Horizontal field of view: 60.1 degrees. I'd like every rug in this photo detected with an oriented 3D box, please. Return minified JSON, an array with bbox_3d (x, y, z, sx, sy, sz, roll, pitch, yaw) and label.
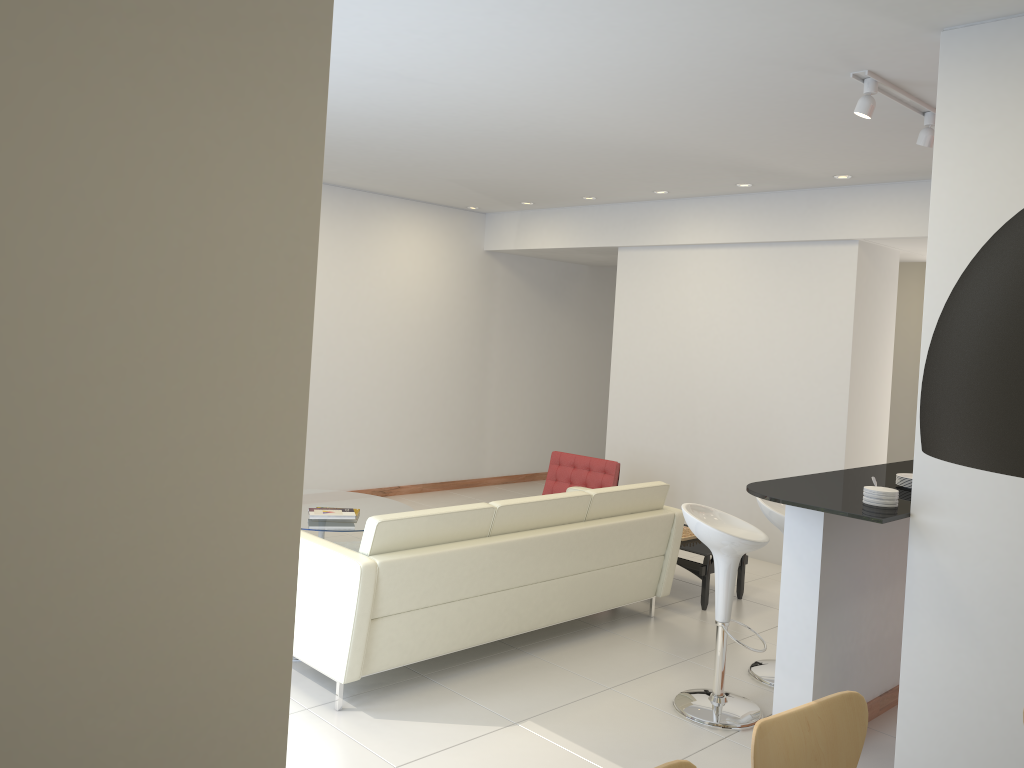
[{"bbox_3d":[-0.915,1.421,6.215,3.324,0.004,2.449,0,5,-43],"label":"rug"}]

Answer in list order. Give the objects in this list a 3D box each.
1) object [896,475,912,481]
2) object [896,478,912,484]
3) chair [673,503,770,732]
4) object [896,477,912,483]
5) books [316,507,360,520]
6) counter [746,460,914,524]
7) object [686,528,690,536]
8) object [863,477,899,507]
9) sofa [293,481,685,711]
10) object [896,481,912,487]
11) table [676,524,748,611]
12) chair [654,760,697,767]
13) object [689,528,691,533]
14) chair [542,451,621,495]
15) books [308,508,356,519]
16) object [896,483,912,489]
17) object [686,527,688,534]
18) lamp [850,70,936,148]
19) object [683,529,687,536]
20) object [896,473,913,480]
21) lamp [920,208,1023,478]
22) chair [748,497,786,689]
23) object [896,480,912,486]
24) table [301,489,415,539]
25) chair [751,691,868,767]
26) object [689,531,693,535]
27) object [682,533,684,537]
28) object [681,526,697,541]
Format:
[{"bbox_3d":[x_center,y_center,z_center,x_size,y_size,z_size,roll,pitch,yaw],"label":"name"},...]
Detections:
[{"bbox_3d":[1.983,0.467,4.309,0.210,0.015,0.211,4,3,0],"label":"object"},{"bbox_3d":[1.983,0.481,4.309,0.210,0.015,0.211,4,3,0],"label":"object"},{"bbox_3d":[1.060,1.147,4.474,0.465,1.021,0.456,4,1,32],"label":"chair"},{"bbox_3d":[1.983,0.474,4.309,0.210,0.015,0.211,4,3,0],"label":"object"},{"bbox_3d":[-1.304,0.958,6.575,0.323,0.026,0.256,3,3,-5],"label":"books"},{"bbox_3d":[2.243,0.507,4.733,2.961,0.019,0.737,0,5,-44],"label":"counter"},{"bbox_3d":[1.287,1.079,6.471,0.030,0.055,0.030,3,1,-37],"label":"object"},{"bbox_3d":[1.589,0.464,3.801,0.140,0.097,0.173,5,3,38],"label":"object"},{"bbox_3d":[-0.136,1.062,5.305,2.562,0.922,1.003,1,3,-44],"label":"sofa"},{"bbox_3d":[1.982,0.494,4.309,0.210,0.015,0.211,4,3,0],"label":"object"},{"bbox_3d":[1.237,1.327,6.585,0.700,0.422,0.919,1,4,-44],"label":"table"},{"bbox_3d":[0.340,1.327,1.724,0.520,0.907,0.517,3,1,-44],"label":"chair"},{"bbox_3d":[1.316,1.078,6.556,0.030,0.050,0.030,3,1,-37],"label":"object"},{"bbox_3d":[0.430,1.029,7.428,0.701,0.816,0.705,5,2,41],"label":"chair"},{"bbox_3d":[-1.309,0.940,6.430,0.323,0.026,0.256,3,4,-15],"label":"books"},{"bbox_3d":[1.981,0.501,4.309,0.210,0.015,0.211,4,3,0],"label":"object"},{"bbox_3d":[1.288,1.078,6.528,0.030,0.050,0.030,3,1,-37],"label":"object"},{"bbox_3d":[2.298,-1.397,4.884,1.820,0.199,0.112,0,3,-44],"label":"lamp"},{"bbox_3d":[1.258,1.080,6.443,0.030,0.052,0.030,4,1,38],"label":"object"},{"bbox_3d":[1.984,0.460,4.309,0.210,0.015,0.211,4,3,0],"label":"object"},{"bbox_3d":[0.960,-0.616,1.280,0.593,1.493,0.595,3,1,-42],"label":"lamp"},{"bbox_3d":[1.582,1.149,4.988,0.456,1.021,0.465,3,1,-33],"label":"chair"},{"bbox_3d":[1.982,0.487,4.309,0.210,0.015,0.211,4,3,0],"label":"object"},{"bbox_3d":[-1.452,1.152,6.796,1.541,0.404,1.319,7,4,45],"label":"table"},{"bbox_3d":[0.872,1.332,2.204,0.520,0.907,0.517,3,1,-37],"label":"chair"},{"bbox_3d":[1.316,1.075,6.499,0.030,0.064,0.030,3,1,-37],"label":"object"},{"bbox_3d":[1.229,1.084,6.415,0.030,0.044,0.030,3,1,-37],"label":"object"},{"bbox_3d":[1.230,1.104,6.613,0.360,0.021,0.361,0,5,-44],"label":"object"}]
